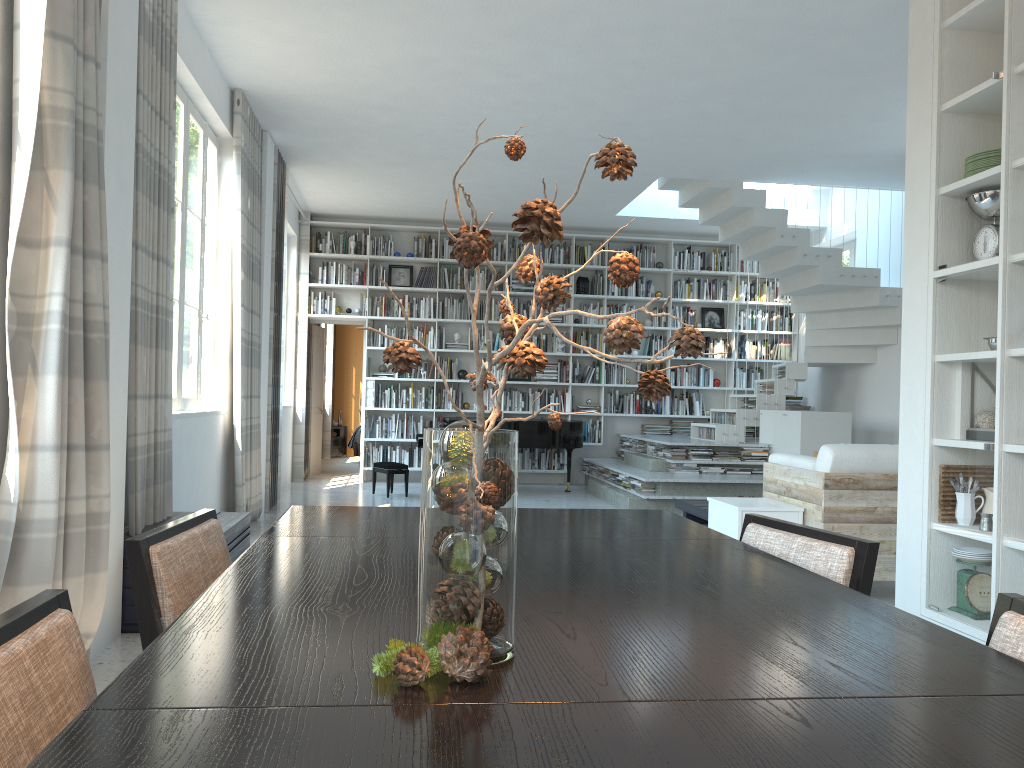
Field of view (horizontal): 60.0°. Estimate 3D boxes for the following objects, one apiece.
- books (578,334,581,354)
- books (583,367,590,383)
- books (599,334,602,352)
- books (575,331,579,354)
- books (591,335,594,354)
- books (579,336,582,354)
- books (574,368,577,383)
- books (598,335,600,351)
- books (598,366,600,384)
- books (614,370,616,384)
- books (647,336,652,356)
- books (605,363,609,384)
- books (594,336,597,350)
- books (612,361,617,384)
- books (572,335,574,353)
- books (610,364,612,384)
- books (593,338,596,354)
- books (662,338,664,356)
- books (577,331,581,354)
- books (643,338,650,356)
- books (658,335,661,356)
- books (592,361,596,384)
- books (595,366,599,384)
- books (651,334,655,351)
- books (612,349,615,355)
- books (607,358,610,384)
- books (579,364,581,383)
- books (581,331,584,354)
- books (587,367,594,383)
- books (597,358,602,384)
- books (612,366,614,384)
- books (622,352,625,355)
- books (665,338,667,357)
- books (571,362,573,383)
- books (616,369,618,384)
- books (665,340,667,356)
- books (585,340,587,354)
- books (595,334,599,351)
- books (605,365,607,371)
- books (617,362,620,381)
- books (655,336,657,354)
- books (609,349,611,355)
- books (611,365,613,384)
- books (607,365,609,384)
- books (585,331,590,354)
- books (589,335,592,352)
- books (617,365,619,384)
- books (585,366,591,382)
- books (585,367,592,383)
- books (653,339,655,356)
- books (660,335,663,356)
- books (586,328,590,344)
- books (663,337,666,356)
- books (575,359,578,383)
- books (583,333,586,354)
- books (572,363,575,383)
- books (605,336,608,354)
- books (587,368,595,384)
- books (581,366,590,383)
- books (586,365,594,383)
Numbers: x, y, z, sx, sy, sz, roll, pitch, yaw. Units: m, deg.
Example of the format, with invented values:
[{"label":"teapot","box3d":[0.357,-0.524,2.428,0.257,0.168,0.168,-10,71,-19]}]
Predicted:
[{"label":"books","box3d":[0.845,-0.519,11.225,0.035,0.293,0.145,2,0,-7]},{"label":"books","box3d":[0.932,-0.105,11.218,0.089,0.210,0.175,2,-1,-7]},{"label":"books","box3d":[1.109,-0.499,11.264,0.033,0.268,0.141,2,0,-7]},{"label":"books","box3d":[0.808,-0.520,11.210,0.035,0.293,0.145,2,0,-7]},{"label":"books","box3d":[1.002,-0.489,11.216,0.027,0.242,0.188,2,-1,-7]},{"label":"books","box3d":[0.865,-0.488,11.218,0.015,0.232,0.180,2,-1,-7]},{"label":"books","box3d":[0.793,-0.103,11.198,0.027,0.192,0.182,2,-1,-7]},{"label":"books","box3d":[1.089,-0.489,11.264,0.019,0.247,0.149,2,-1,-7]},{"label":"books","box3d":[1.087,-0.111,11.245,0.021,0.226,0.148,2,-1,-7]},{"label":"books","box3d":[1.285,-0.086,11.264,0.013,0.186,0.184,2,-1,-7]},{"label":"books","box3d":[1.755,-0.479,11.332,0.021,0.264,0.174,2,-1,-7]},{"label":"books","box3d":[1.196,-0.143,11.262,0.018,0.295,0.177,2,-1,-7]},{"label":"books","box3d":[1.048,-0.486,11.249,0.028,0.239,0.145,2,-1,-7]},{"label":"books","box3d":[1.300,-0.141,11.264,0.014,0.297,0.175,2,0,-7]},{"label":"books","box3d":[0.761,-0.497,11.219,0.014,0.244,0.145,2,0,-7]},{"label":"books","box3d":[1.241,-0.136,11.259,0.005,0.283,0.159,2,0,-7]},{"label":"books","box3d":[1.025,-0.469,11.227,0.034,0.204,0.181,2,-1,-7]},{"label":"books","box3d":[1.915,-0.464,11.355,0.013,0.245,0.158,2,-1,-7]},{"label":"books","box3d":[0.834,-0.519,11.209,0.035,0.293,0.145,2,0,-7]},{"label":"books","box3d":[1.717,-0.467,11.334,0.056,0.241,0.153,2,-1,-7]},{"label":"books","box3d":[1.868,-0.481,11.350,0.032,0.274,0.154,2,0,-7]},{"label":"books","box3d":[1.041,-0.142,11.249,0.013,0.286,0.138,2,0,-7]},{"label":"books","box3d":[1.063,-0.111,11.231,0.029,0.223,0.171,2,-1,-7]},{"label":"books","box3d":[1.797,-0.493,11.346,0.013,0.295,0.154,2,0,-7]},{"label":"books","box3d":[1.274,-0.457,11.247,0.017,0.192,0.191,2,-1,-7]},{"label":"books","box3d":[1.226,-0.165,11.281,0.007,0.342,0.149,2,0,-7]},{"label":"books","box3d":[0.847,-0.129,11.230,0.035,0.248,0.141,2,0,-7]},{"label":"books","box3d":[0.883,-0.518,11.218,0.019,0.294,0.163,2,0,-7]},{"label":"books","box3d":[0.975,-0.106,11.247,0.090,0.215,0.139,2,-1,-7]},{"label":"books","box3d":[1.106,-0.160,11.245,0.014,0.325,0.182,2,0,-7]},{"label":"books","box3d":[1.262,-0.107,11.253,0.011,0.226,0.188,2,-1,-7]},{"label":"books","box3d":[1.396,-0.461,11.270,0.051,0.210,0.176,2,-1,-7]},{"label":"books","box3d":[1.962,-0.464,11.350,0.010,0.245,0.158,2,-1,-7]},{"label":"books","box3d":[0.738,-0.140,11.215,0.024,0.263,0.154,2,0,-7]},{"label":"books","box3d":[1.317,-0.093,11.283,0.013,0.203,0.167,2,-1,-7]},{"label":"books","box3d":[1.944,-0.447,11.357,0.023,0.212,0.164,2,-1,-7]},{"label":"books","box3d":[0.923,-0.460,11.248,0.030,0.181,0.131,2,-1,-7]},{"label":"books","box3d":[1.073,-0.499,11.247,0.032,0.266,0.143,2,0,-7]},{"label":"books","box3d":[1.180,-0.115,11.274,0.011,0.239,0.136,2,0,-7]},{"label":"books","box3d":[1.349,-0.133,11.291,0.006,0.285,0.159,2,0,-7]},{"label":"books","box3d":[1.821,-0.476,11.335,0.018,0.263,0.165,2,-1,-7]},{"label":"books","box3d":[1.233,-0.501,11.244,0.013,0.279,0.191,2,-1,-7]},{"label":"books","box3d":[1.249,-0.118,11.262,0.013,0.248,0.165,2,-1,-7]},{"label":"books","box3d":[1.208,-0.135,11.262,0.006,0.281,0.155,2,0,-7]},{"label":"books","box3d":[0.949,-0.516,11.212,0.019,0.293,0.182,2,-1,-7]},{"label":"books","box3d":[0.976,-0.495,11.237,0.033,0.253,0.174,2,-1,-7]},{"label":"books","box3d":[1.331,-0.125,11.273,0.012,0.267,0.183,2,-1,-7]},{"label":"books","box3d":[0.945,-0.112,11.241,0.095,0.226,0.144,2,-1,-7]},{"label":"books","box3d":[0.956,-0.105,11.237,0.090,0.212,0.143,2,-1,-7]},{"label":"books","box3d":[1.785,-0.455,11.329,0.013,0.219,0.187,2,-1,-7]},{"label":"books","box3d":[1.893,-0.480,11.331,0.012,0.273,0.183,2,-1,-7]},{"label":"books","box3d":[0.959,-0.538,11.232,0.021,0.337,0.169,2,0,-7]},{"label":"books","box3d":[1.930,-0.468,11.340,0.011,0.252,0.169,2,-1,-7]},{"label":"books","box3d":[0.813,-0.159,11.216,0.013,0.307,0.141,2,0,-7]},{"label":"books","box3d":[0.899,-0.509,11.243,0.035,0.278,0.139,2,0,-7]},{"label":"books","box3d":[0.764,-0.134,11.215,0.028,0.253,0.142,2,0,-7]},{"label":"books","box3d":[1.186,-0.507,11.254,0.035,0.288,0.191,2,-1,-7]},{"label":"books","box3d":[0.989,-0.100,11.238,0.091,0.205,0.169,2,-1,-7]},{"label":"books","box3d":[0.915,-0.115,11.212,0.095,0.228,0.190,2,-1,-7]},{"label":"books","box3d":[0.972,-0.119,11.238,0.094,0.238,0.149,2,-1,-7]}]
